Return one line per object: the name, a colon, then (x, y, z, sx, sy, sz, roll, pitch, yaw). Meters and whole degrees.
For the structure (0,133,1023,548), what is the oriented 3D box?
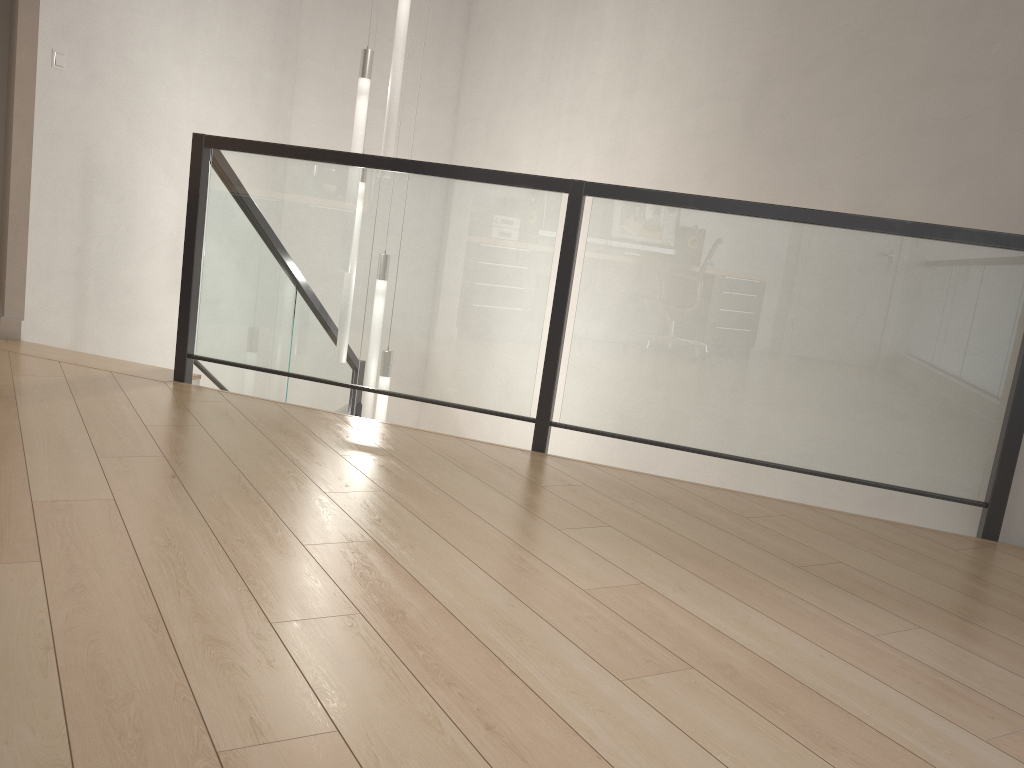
structure: (-0.100, 1.163, 4.882, 4.190, 4.339, 2.823, 10, 9, 13)

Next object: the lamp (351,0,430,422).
lamp: (-0.567, -1.912, 4.480, 0.359, 6.725, 0.359, 9, 9, 5)
